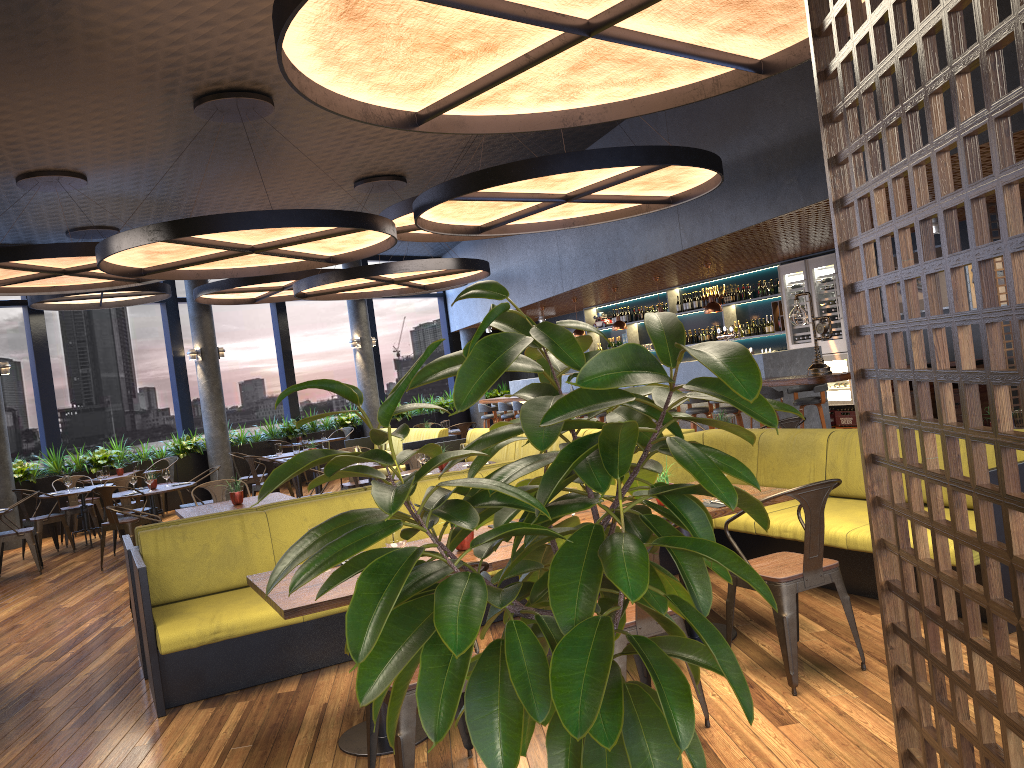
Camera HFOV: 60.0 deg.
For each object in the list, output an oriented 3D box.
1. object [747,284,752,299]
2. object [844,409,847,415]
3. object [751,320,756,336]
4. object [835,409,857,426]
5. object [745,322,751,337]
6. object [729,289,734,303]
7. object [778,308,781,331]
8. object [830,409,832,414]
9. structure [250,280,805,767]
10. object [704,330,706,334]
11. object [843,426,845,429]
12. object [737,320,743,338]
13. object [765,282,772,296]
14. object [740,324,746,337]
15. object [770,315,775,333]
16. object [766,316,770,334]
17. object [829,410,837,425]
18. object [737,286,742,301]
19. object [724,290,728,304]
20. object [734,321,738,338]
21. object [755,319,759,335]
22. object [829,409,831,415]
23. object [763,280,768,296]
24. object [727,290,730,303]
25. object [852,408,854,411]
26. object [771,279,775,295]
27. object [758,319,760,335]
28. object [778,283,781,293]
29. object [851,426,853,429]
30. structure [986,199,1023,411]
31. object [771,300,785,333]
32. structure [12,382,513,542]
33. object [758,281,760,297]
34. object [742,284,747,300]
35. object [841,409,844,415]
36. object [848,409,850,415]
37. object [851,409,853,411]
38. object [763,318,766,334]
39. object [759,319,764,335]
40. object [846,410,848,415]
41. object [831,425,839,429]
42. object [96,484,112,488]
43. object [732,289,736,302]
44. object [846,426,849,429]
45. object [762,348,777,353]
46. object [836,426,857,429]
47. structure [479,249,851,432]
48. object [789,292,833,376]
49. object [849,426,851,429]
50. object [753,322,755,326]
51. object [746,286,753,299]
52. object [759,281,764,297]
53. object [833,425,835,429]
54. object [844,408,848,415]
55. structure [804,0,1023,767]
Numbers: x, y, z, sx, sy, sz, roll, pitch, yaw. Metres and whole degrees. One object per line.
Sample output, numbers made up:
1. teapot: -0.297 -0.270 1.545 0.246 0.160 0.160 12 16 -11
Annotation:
1. object: 3.786 -1.473 14.185 0.063 0.254 0.063 -8 1 -39
2. object: 4.713 0.461 12.515 0.056 0.205 0.056 -7 1 30
3. object: 3.812 -0.890 14.038 0.063 0.254 0.063 -8 1 -23
4. object: 4.823 0.467 12.527 0.277 0.206 0.416 -8 1 -23
5. object: 3.767 -0.871 14.170 0.088 0.224 0.088 -7 1 34
6. object: 3.566 -1.434 14.437 0.056 0.227 0.056 -8 1 -39
7. object: 4.111 -0.989 13.552 0.091 0.369 0.092 -7 1 33
8. object: 4.661 0.462 12.950 0.056 0.205 0.056 -8 1 -24
9. structure: 0.159 0.652 1.811 0.993 1.763 1.166 -7 1 35
10. object: 3.357 -0.825 15.373 0.097 0.206 0.097 -7 1 5
11. object: 4.704 0.689 12.552 0.056 0.205 0.056 -7 1 45
12. object: 3.710 -0.896 14.462 0.079 0.281 0.079 -7 1 43
13. object: 3.960 -1.464 13.665 0.097 0.206 0.097 -7 1 33
14. object: 3.730 -0.859 14.309 0.097 0.206 0.097 -7 1 33
15. object: 4.041 -0.931 13.777 0.079 0.281 0.079 -8 1 -32
16. object: 4.000 -0.927 13.862 0.079 0.281 0.079 -7 1 38
17. object: 4.550 0.495 13.025 0.277 0.206 0.416 -8 1 -12
18. object: 3.642 -1.455 14.250 0.063 0.254 0.063 -8 1 -29
19. object: 3.512 -1.428 14.547 0.056 0.227 0.056 -7 1 26
20. object: 3.670 -0.892 14.546 0.079 0.281 0.079 -8 1 -22
21. object: 3.881 -0.899 14.078 0.063 0.254 0.063 -7 1 2
22. object: 4.620 0.469 12.873 0.057 0.205 0.056 -7 1 25
23. object: 3.950 -1.489 13.815 0.063 0.254 0.063 -7 1 27
24. object: 3.539 -1.431 14.493 0.056 0.227 0.056 -7 1 41
25. object: 4.844 0.443 12.576 0.056 0.205 0.056 -7 1 15
26. object: 4.043 -1.500 13.769 0.063 0.254 0.063 -8 1 -18
27. object: 3.951 -0.909 14.122 0.063 0.254 0.063 -7 1 27
28. object: 4.090 -1.516 13.511 0.079 0.281 0.079 -8 1 -17
29. object: 4.772 0.682 12.437 0.056 0.205 0.056 -7 1 -5
30. structure: 5.696 -0.634 9.446 1.319 2.700 0.050 -7 1 4
31. object: 4.135 -1.037 13.486 0.161 0.475 0.300 -8 1 -26
32. structure: -4.702 1.264 16.417 0.808 1.413 17.112 -7 1 39
33. object: 3.879 -1.481 13.869 0.063 0.254 0.063 -7 1 16
34. object: 3.702 -1.461 14.143 0.063 0.254 0.063 -7 1 36
35. object: 4.694 0.463 12.579 0.056 0.205 0.056 -8 1 -35
36. object: 4.742 0.458 12.454 0.056 0.205 0.056 -7 1 5
37. object: 4.764 0.456 12.396 0.056 0.205 0.056 -7 1 20
38. object: 3.983 -0.912 13.997 0.063 0.254 0.063 -8 1 -18
39. object: 3.912 -0.902 13.953 0.063 0.254 0.063 -7 1 27
40. object: 4.752 0.455 12.603 0.057 0.205 0.056 -7 1 -11
41. object: 4.591 0.717 13.033 0.277 0.206 0.416 -8 1 -22
42. object: -5.396 1.350 11.736 0.255 0.019 0.157 -7 1 5
43. object: 3.620 -1.441 14.465 0.056 0.227 0.056 -8 1 -24
44. object: 4.734 0.686 12.492 0.056 0.205 0.056 -7 1 20
45. object: 4.081 -0.324 13.888 0.204 0.492 0.310 -8 1 -26
46. object: 4.840 0.692 12.523 0.277 0.206 0.416 -8 1 -33
47. structure: 2.525 -0.288 14.272 2.700 2.700 9.298 -8 1 -26
48. object: 3.368 -0.567 9.939 0.263 0.944 0.566 -8 1 -33
49. object: 4.785 0.679 12.528 0.057 0.205 0.056 -7 1 19
50. object: 3.872 -0.885 14.204 0.088 0.224 0.088 -8 1 -31
51. object: 3.764 -1.444 14.035 0.097 0.206 0.097 -7 1 33
52. object: 3.867 -1.477 13.757 0.063 0.254 0.063 -7 1 2
53. object: 4.687 0.687 12.896 0.057 0.205 0.056 -7 1 15
54. object: 4.786 0.449 12.691 0.056 0.205 0.056 -8 1 -20
55. structure: 0.699 0.114 1.375 0.050 2.700 0.852 -7 1 4
